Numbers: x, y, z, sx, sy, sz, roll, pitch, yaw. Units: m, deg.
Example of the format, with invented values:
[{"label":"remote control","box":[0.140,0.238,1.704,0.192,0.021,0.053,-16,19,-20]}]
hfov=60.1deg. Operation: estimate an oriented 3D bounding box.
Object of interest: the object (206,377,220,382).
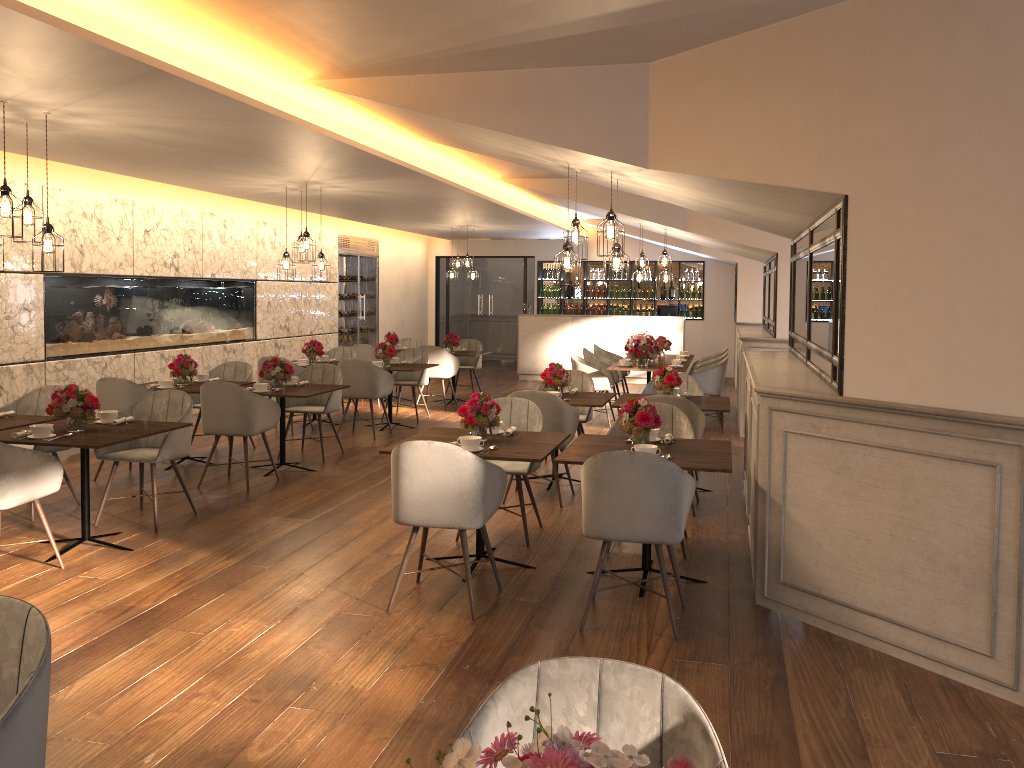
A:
[{"label":"object","box":[-2.800,-0.037,8.295,0.056,0.039,0.176,2,6,13]}]

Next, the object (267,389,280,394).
[{"label":"object","box":[-2.012,0.064,7.499,0.043,0.015,0.198,1,6,10]}]

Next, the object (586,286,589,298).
[{"label":"object","box":[1.511,-1.843,17.712,0.065,0.261,0.066,0,3,-8]}]

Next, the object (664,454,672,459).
[{"label":"object","box":[0.807,0.388,4.582,0.043,0.015,0.198,1,6,10]}]

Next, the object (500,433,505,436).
[{"label":"object","box":[-0.043,0.294,5.383,0.025,0.024,0.193,2,6,13]}]

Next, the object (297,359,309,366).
[{"label":"object","box":[-2.414,-0.247,10.220,0.148,0.072,0.148,-3,6,-34]}]

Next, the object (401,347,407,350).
[{"label":"object","box":[-1.608,-0.530,13.221,0.056,0.039,0.176,2,6,13]}]

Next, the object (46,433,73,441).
[{"label":"object","box":[-2.594,0.305,5.091,0.043,0.015,0.198,1,6,10]}]

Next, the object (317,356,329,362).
[{"label":"object","box":[-2.306,-0.308,10.820,0.148,0.072,0.148,-3,6,-34]}]

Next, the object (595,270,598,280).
[{"label":"object","box":[1.679,-2.168,17.625,0.070,0.189,0.041,1,3,13]}]

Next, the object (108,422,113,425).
[{"label":"object","box":[-2.526,0.241,5.670,0.025,0.024,0.193,2,6,13]}]

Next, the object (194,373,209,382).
[{"label":"object","box":[-2.911,-0.057,8.320,0.148,0.072,0.149,0,5,-9]}]

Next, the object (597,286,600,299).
[{"label":"object","box":[1.726,-1.836,17.660,0.065,0.261,0.066,0,3,-8]}]

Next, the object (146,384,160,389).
[{"label":"object","box":[-3.130,0.016,7.748,0.056,0.039,0.176,2,6,13]}]

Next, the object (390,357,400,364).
[{"label":"object","box":[-1.413,-0.277,10.604,0.148,0.072,0.148,-3,6,-34]}]

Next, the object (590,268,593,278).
[{"label":"object","box":[1.582,-2.207,17.647,0.069,0.208,0.040,1,3,13]}]

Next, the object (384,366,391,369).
[{"label":"object","box":[-1.407,-0.187,9.998,0.043,0.015,0.198,1,6,10]}]

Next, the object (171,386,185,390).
[{"label":"object","box":[-2.912,0.033,7.716,0.043,0.015,0.198,2,6,17]}]

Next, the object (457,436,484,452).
[{"label":"object","box":[-0.226,0.327,4.810,0.148,0.072,0.149,-1,6,-19]}]

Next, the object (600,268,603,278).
[{"label":"object","box":[1.777,-2.201,17.600,0.069,0.208,0.040,1,3,13]}]

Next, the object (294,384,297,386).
[{"label":"object","box":[-1.943,0.000,8.078,0.025,0.024,0.193,2,6,13]}]

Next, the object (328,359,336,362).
[{"label":"object","box":[-2.195,-0.287,10.794,0.056,0.039,0.176,2,6,13]}]

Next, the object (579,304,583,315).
[{"label":"object","box":[1.385,-1.486,17.757,0.065,0.261,0.066,0,3,-8]}]

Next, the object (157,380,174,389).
[{"label":"object","box":[-3.019,0.003,7.721,0.148,0.072,0.149,0,5,-9]}]

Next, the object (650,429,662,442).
[{"label":"object","box":[0.801,0.297,5.188,0.148,0.072,0.149,-1,6,-19]}]

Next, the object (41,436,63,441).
[{"label":"object","box":[-2.627,0.309,5.106,0.022,0.004,0.211,2,6,13]}]

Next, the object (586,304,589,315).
[{"label":"object","box":[1.508,-1.482,17.728,0.065,0.261,0.066,0,3,-8]}]

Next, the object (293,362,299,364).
[{"label":"object","box":[-2.525,-0.234,10.247,0.056,0.039,0.176,2,6,13]}]

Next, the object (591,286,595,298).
[{"label":"object","box":[1.618,-1.839,17.686,0.065,0.261,0.066,0,3,-8]}]

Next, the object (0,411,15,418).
[{"label":"object","box":[-3.383,0.204,5.887,0.056,0.039,0.176,2,6,13]}]

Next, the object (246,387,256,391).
[{"label":"object","box":[-2.237,0.046,7.532,0.056,0.039,0.176,2,6,13]}]

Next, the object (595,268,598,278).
[{"label":"object","box":[1.680,-2.204,17.624,0.069,0.208,0.040,1,3,13]}]

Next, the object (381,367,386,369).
[{"label":"object","box":[-1.439,-0.183,10.014,0.022,0.004,0.211,2,6,13]}]

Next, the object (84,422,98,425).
[{"label":"object","box":[-2.683,0.248,5.691,0.022,0.004,0.211,2,6,13]}]

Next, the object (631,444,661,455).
[{"label":"object","box":[0.693,0.358,4.588,0.148,0.072,0.149,-1,6,-19]}]

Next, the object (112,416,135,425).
[{"label":"object","box":[-2.490,0.235,5.671,0.056,0.039,0.176,2,6,13]}]

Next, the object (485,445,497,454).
[{"label":"object","box":[-0.112,0.357,4.804,0.043,0.015,0.198,1,6,10]}]

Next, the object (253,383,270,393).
[{"label":"object","box":[-2.126,0.033,7.505,0.148,0.072,0.149,0,5,-9]}]

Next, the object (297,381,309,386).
[{"label":"object","box":[-1.907,-0.007,8.079,0.056,0.039,0.176,2,6,13]}]

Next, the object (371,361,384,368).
[{"label":"object","box":[-1.521,-0.217,10.005,0.148,0.072,0.148,-3,6,-34]}]

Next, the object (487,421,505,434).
[{"label":"object","box":[-0.118,0.266,5.410,0.148,0.072,0.149,-1,6,-19]}]

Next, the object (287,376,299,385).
[{"label":"object","box":[-2.018,-0.027,8.105,0.148,0.072,0.149,0,5,-9]}]

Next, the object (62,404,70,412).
[{"label":"object","box":[-2.658,0.140,5.280,0.049,0.052,0.078,-1,5,-20]}]

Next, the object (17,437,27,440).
[{"label":"object","box":[-2.784,0.295,5.126,0.025,0.024,0.193,2,6,13]}]

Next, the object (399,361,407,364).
[{"label":"object","box":[-1.302,-0.257,10.579,0.056,0.039,0.176,2,6,13]}]

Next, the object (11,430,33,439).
[{"label":"object","box":[-2.820,0.287,5.125,0.056,0.039,0.176,2,6,13]}]

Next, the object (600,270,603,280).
[{"label":"object","box":[1.777,-2.164,17.602,0.070,0.189,0.041,1,3,13]}]

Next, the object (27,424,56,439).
[{"label":"object","box":[-2.709,0.274,5.098,0.148,0.072,0.149,0,5,-9]}]

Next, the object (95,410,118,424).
[{"label":"object","box":[-2.601,0.214,5.697,0.148,0.072,0.149,0,5,-9]}]

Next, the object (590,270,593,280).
[{"label":"object","box":[1.582,-2.171,17.649,0.070,0.189,0.041,1,3,13]}]

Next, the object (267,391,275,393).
[{"label":"object","box":[-2.044,0.068,7.514,0.022,0.004,0.211,2,6,13]}]

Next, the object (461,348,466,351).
[{"label":"object","box":[-0.715,-0.500,13.005,0.056,0.039,0.176,2,6,13]}]

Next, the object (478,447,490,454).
[{"label":"object","box":[-0.144,0.361,4.819,0.022,0.004,0.211,2,6,13]}]

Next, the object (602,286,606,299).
[{"label":"object","box":[1.833,-1.832,17.634,0.065,0.261,0.066,0,3,-8]}]

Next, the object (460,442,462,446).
[{"label":"object","box":[-0.301,0.347,4.839,0.025,0.024,0.193,2,6,13]}]

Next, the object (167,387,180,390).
[{"label":"object","box":[-2.937,0.037,7.730,0.022,0.004,0.211,2,6,13]}]
